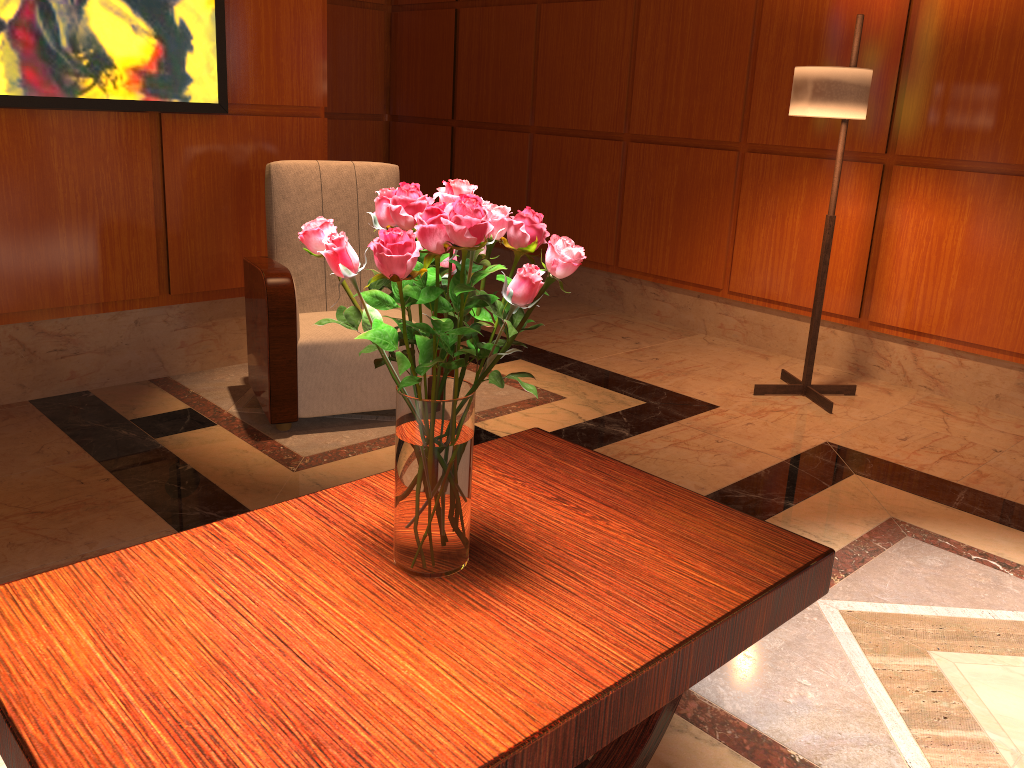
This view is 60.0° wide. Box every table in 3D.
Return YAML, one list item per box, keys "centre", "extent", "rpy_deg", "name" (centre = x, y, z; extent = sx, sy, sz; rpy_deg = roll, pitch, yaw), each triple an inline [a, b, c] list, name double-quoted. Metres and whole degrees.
- centre: [-0.133, 0.545, 1.437]
  extent: [1.172, 0.528, 0.729]
  rpy_deg: [-13, 23, -42]
  name: "table"

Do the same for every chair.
- centre: [-0.662, -0.392, 3.571]
  extent: [0.738, 0.951, 0.634]
  rpy_deg: [-5, 18, -24]
  name: "chair"

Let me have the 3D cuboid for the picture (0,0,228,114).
- centre: [-1.882, -1.786, 2.813]
  extent: [2.005, 1.718, 0.057]
  rpy_deg: [-13, 22, -42]
  name: "picture"

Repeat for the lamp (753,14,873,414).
- centre: [1.348, -0.718, 3.817]
  extent: [0.361, 1.643, 0.530]
  rpy_deg: [14, 19, 34]
  name: "lamp"

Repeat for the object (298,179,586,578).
- centre: [-0.114, -0.004, 1.316]
  extent: [0.351, 0.590, 0.330]
  rpy_deg: [-4, 18, -23]
  name: "object"
